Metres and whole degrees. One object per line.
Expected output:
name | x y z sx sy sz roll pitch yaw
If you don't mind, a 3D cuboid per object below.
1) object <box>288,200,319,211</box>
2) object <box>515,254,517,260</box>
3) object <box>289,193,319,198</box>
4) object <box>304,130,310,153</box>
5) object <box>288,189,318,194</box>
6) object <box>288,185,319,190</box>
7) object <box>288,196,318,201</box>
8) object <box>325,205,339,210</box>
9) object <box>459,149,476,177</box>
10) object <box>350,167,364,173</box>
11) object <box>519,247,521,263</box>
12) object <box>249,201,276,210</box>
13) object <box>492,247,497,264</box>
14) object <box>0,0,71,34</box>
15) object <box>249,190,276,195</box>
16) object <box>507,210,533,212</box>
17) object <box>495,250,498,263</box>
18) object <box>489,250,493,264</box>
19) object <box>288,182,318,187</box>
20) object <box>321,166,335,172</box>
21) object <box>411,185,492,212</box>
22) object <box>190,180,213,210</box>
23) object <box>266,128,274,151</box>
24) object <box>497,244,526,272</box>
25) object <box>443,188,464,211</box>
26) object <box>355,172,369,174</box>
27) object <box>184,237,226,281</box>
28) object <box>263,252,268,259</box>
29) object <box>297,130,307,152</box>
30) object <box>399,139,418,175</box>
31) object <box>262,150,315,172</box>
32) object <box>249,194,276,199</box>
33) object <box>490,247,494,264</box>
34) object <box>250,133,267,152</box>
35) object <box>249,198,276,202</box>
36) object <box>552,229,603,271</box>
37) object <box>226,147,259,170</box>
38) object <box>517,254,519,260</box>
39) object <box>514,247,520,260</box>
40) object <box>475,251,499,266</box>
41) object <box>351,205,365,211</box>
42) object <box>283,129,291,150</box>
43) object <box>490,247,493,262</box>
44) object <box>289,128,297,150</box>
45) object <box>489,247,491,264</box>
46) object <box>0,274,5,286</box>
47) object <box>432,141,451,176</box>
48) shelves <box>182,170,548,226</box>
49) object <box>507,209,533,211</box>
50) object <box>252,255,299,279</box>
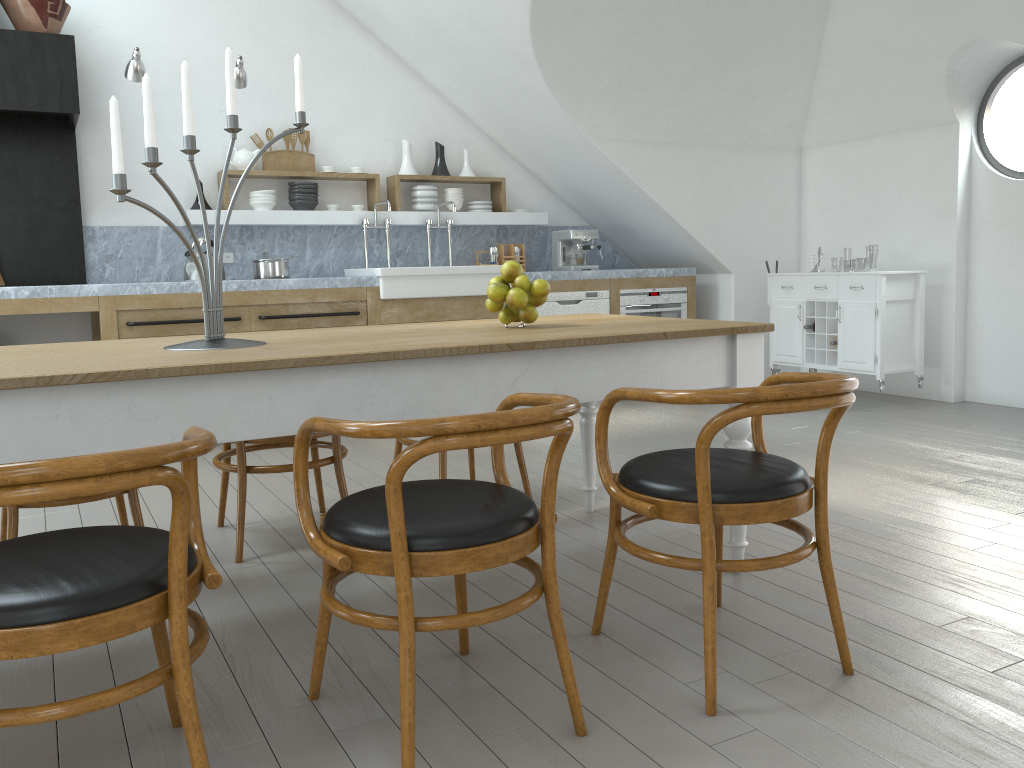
object | -1.458 -1.242 6.207 0.206 0.072 0.206 -8 9 -40
object | 0.035 -0.985 7.002 0.018 0.195 0.023 -4 6 -20
object | -1.455 -1.295 6.198 0.205 0.086 0.206 0 7 14
object | -1.442 -1.636 6.236 0.057 0.293 0.030 -5 6 -28
object | -1.458 -1.318 6.200 0.206 0.072 0.206 -8 9 -40
object | -1.457 -1.343 6.202 0.205 0.083 0.206 -2 7 -1
object | -1.459 -1.268 6.204 0.205 0.086 0.206 0 7 9
object | -1.283 -1.252 6.326 0.098 0.048 0.099 -6 8 -30
object | -0.347 -1.689 6.800 0.156 0.218 0.156 4 9 43
object | -1.115 -1.535 6.394 0.098 0.048 0.099 -6 8 -30
object | 0.057 -0.984 6.996 0.022 0.195 0.019 -4 6 -27
object | -1.707 -1.214 6.074 0.181 0.063 0.182 -2 7 -6
object | -0.130 -0.964 6.856 0.040 0.192 0.042 -1 6 8
object | -2.689 -2.060 5.003 0.348 0.236 0.367 -3 7 -11
object | -1.706 -1.288 6.068 0.181 0.076 0.181 0 7 9
object | 0.068 -1.359 7.038 0.214 0.025 0.213 -8 10 -40
object | -0.123 -0.954 6.869 0.020 0.178 0.044 -7 8 -43
object | -0.158 -0.951 6.855 0.019 0.178 0.044 1 6 27
object | -1.461 -1.371 6.201 0.206 0.080 0.206 -5 8 -25
object | -1.303 -1.517 6.293 0.098 0.048 0.099 -6 8 -30
object | -0.453 -1.397 6.740 0.657 0.195 0.198 -5 8 -28
object | -2.072 -1.261 5.894 0.156 0.218 0.156 4 9 43
object | -1.666 -1.617 6.116 0.055 0.298 0.028 -5 6 -28
object | -0.006 -0.993 6.990 0.200 0.222 0.104 -5 7 -28
object | -0.441 -1.397 6.719 0.158 0.159 0.154 -2 6 0
object | -1.114 -1.512 6.396 0.164 0.012 0.164 -3 7 -11
object | -1.895 -0.766 5.446 0.246 0.267 0.247 -4 7 -18
object | -1.561 -0.765 5.671 0.051 0.166 0.236 -5 8 -33
object | -1.466 -1.631 6.203 0.068 0.297 0.039 -5 6 -28
object | -0.774 -1.672 6.563 0.156 0.267 0.156 -7 8 -39
object | -1.554 -1.546 6.171 0.354 0.157 0.084 -5 7 -28
object | -1.706 -1.260 6.070 0.181 0.069 0.181 -3 7 -11
object | -0.153 -0.969 6.898 0.040 0.192 0.042 -1 6 9
object | -1.696 -1.596 6.099 0.199 0.258 0.016 -4 6 -18
object | -1.708 -1.236 6.071 0.181 0.065 0.182 0 7 9
object | 0.546 -1.041 6.923 0.324 0.319 0.387 -5 8 -28
object | -1.823 -1.524 6.018 0.168 0.168 0.174 -8 9 -44
object | 0.050 -0.983 6.987 0.018 0.195 0.020 -2 6 -6
object | 0.042 -0.984 6.973 0.040 0.192 0.042 1 6 22
object | -0.196 -0.948 6.878 0.173 0.171 0.100 -5 7 -26
object | -1.114 -1.269 6.417 0.098 0.048 0.099 -6 8 -30
object | -1.560 -1.626 6.172 0.061 0.298 0.040 -5 7 -30
object | -0.157 -0.964 6.883 0.018 0.195 0.020 -3 6 -19
object | -1.521 -1.626 6.171 0.057 0.298 0.019 -5 6 -28
object | -0.162 -0.963 6.873 0.022 0.195 0.019 -6 7 -40
object | -3.111 -0.705 5.311 0.113 0.251 0.057 -4 6 -25
object | -0.541 -1.694 6.684 0.156 0.267 0.156 -4 7 -24
shelves | -2.148 -1.706 5.652 5.557 1.358 0.481 -6 8 -34
object | 0.068 -1.368 7.037 0.214 0.025 0.213 -8 10 -40
object | -1.474 -0.742 5.682 0.232 0.170 0.395 4 9 41
